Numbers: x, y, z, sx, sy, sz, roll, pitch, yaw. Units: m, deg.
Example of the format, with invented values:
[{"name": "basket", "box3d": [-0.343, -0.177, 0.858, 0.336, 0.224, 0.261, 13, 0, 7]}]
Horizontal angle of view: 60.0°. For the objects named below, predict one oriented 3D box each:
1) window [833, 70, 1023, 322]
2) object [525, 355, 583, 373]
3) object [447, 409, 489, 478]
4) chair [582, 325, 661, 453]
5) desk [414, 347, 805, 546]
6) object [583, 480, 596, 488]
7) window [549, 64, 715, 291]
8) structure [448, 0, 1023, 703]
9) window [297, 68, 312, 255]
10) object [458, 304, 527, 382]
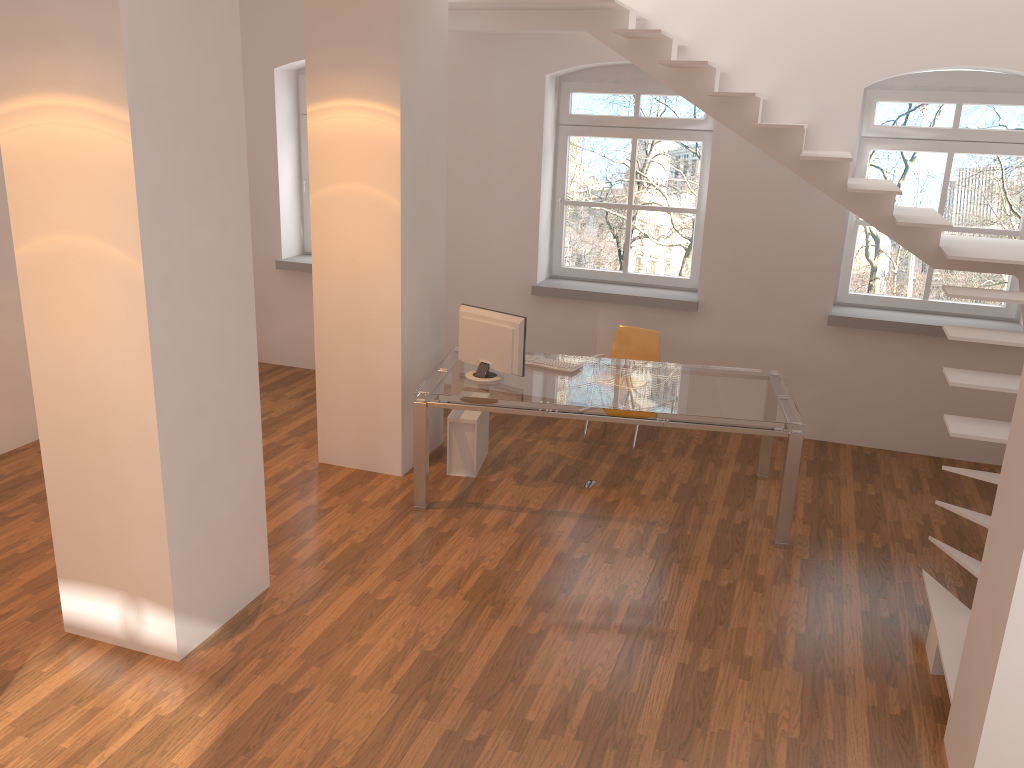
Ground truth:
[{"name": "window", "box3d": [3.126, -1.357, 6.438, 1.308, 1.737, 0.142, 8, 18, 18]}, {"name": "object", "box3d": [0.228, -0.141, 5.889, 0.467, 0.031, 0.200, 11, 19, 27]}, {"name": "object", "box3d": [-0.298, 0.360, 6.116, 0.200, 0.422, 0.474, 5, 17, 8]}, {"name": "chair", "box3d": [0.821, 0.024, 6.580, 0.495, 0.829, 0.464, 13, 20, 32]}, {"name": "desk", "box3d": [0.597, 0.338, 5.706, 2.239, 0.750, 1.092, 5, 17, 8]}, {"name": "object", "box3d": [0.517, 0.660, 5.897, 0.054, 0.035, 0.115, 11, 19, 27]}, {"name": "window", "box3d": [0.960, -1.650, 7.131, 1.308, 1.737, 0.142, 8, 18, 18]}, {"name": "structure", "box3d": [1.226, -0.627, 5.051, 4.630, 3.042, 3.450, 8, 18, 18]}, {"name": "window", "box3d": [-1.315, -1.957, 7.859, 1.308, 1.737, 0.142, 8, 18, 18]}, {"name": "object", "box3d": [-0.171, -0.248, 5.536, 0.245, 0.418, 0.516, -13, 23, -39]}]
